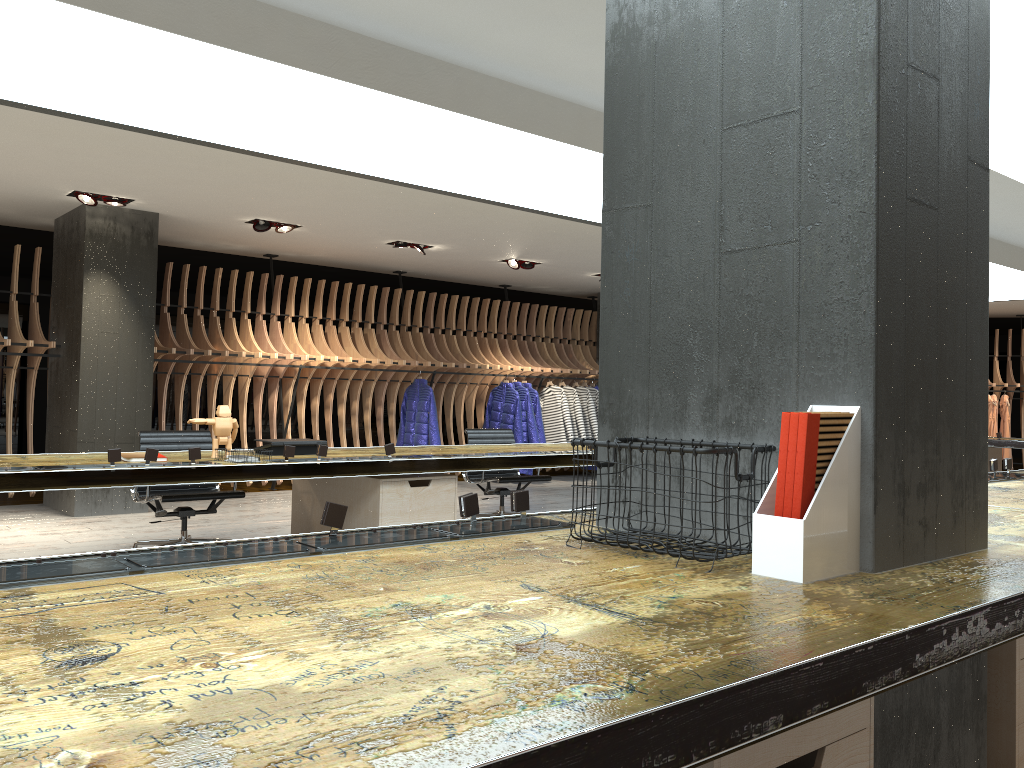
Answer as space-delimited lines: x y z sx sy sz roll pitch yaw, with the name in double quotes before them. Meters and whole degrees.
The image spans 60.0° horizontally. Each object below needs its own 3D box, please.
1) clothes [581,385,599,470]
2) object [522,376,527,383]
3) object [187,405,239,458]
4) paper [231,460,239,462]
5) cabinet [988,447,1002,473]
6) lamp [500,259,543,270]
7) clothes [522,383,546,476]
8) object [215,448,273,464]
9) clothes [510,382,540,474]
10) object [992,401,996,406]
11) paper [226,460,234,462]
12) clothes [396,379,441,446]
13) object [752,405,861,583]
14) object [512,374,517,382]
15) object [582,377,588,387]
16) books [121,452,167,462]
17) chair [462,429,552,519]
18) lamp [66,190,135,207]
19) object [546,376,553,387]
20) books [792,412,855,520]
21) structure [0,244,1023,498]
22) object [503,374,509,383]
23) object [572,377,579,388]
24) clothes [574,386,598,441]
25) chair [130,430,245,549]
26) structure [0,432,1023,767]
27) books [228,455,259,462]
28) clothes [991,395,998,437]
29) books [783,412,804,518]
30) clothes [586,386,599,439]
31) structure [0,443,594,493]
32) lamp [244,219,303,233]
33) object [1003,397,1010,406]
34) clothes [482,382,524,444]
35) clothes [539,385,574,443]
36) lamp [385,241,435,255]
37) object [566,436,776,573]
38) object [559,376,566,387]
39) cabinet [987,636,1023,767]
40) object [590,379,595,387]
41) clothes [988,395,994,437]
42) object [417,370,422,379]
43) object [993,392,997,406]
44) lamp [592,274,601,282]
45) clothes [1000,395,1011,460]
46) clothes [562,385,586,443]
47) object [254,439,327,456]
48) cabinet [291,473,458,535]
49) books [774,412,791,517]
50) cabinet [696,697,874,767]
"clothes" 1.192 0.637 12.876 0.245 1.239 0.885 3 -2 -43
"object" 0.168 0.008 12.015 0.012 0.270 0.525 3 -2 -40
"object" -1.686 0.270 5.040 0.097 0.301 0.320 0 -2 34
"paper" -1.455 0.415 4.808 0.130 0.004 0.176 2 -1 -33
"cabinet" 5.867 1.129 11.598 1.131 0.631 0.593 2 -2 -40
"lamp" 0.103 -1.518 10.744 0.492 0.286 0.269 2 -2 -40
"clothes" 0.119 0.599 12.005 0.245 1.239 0.885 3 -2 -43
"object" -1.453 0.392 4.806 0.302 0.074 0.216 0 -1 44
"clothes" 0.034 0.592 11.829 0.249 1.247 0.883 3 -2 -43
"object" 7.915 0.228 14.816 0.012 0.270 0.525 1 -1 -5
"paper" -1.467 0.418 4.815 0.130 0.003 0.176 2 -1 -42
"clothes" -1.187 0.551 10.899 0.245 1.239 0.885 3 -2 -43
"object" 0.678 0.240 2.036 0.239 0.383 0.129 3 -2 -40
"object" 0.042 0.012 11.887 0.012 0.291 0.523 3 -2 -40
"object" 1.055 0.059 12.730 0.012 0.313 0.518 3 -2 -40
"books" -2.013 0.396 4.814 0.213 0.026 0.366 2 -1 -30
"chair" -0.052 0.814 7.403 0.693 0.860 0.667 3 -2 -44
"lamp" -3.546 -1.645 7.655 0.492 0.296 0.269 2 -2 -40
"object" 0.539 0.040 12.293 0.012 0.313 0.518 3 -2 -40
"books" 0.707 0.247 2.013 0.215 0.368 0.048 3 -2 -40
"structure" -2.120 -0.186 1.453 36.539 2.441 14.881 2 -1 -40
"object" -0.087 0.013 11.821 0.012 0.292 0.523 3 -2 -40
"object" 0.919 0.054 12.615 0.012 0.313 0.518 3 -2 -40
"clothes" 0.984 0.557 12.531 0.128 1.062 0.752 3 -2 -42
"chair" -2.091 0.741 5.720 0.667 0.860 0.693 0 -2 41
"structure" 0.541 0.789 4.552 18.468 0.845 4.835 2 -1 -40
"books" -1.453 0.402 4.801 0.155 0.025 0.110 0 -1 45
"clothes" 8.016 0.750 14.762 0.125 1.156 0.447 1 -2 20
"books" 0.692 0.247 2.030 0.215 0.368 0.048 3 -2 -40
"clothes" 1.120 0.562 12.647 0.128 1.062 0.752 3 -2 -42
"structure" -0.482 0.791 6.092 10.447 0.845 1.162 2 -1 -40
"lamp" -2.330 -1.603 8.685 0.492 0.292 0.269 2 -2 -40
"object" 8.181 0.233 14.721 0.012 0.270 0.525 1 -1 15
"clothes" -0.176 0.596 11.858 0.242 1.261 0.880 3 -2 -43
"clothes" 0.604 0.543 12.210 0.128 1.062 0.752 3 -2 -42
"lamp" -1.114 -1.558 9.715 0.492 0.294 0.269 2 -2 -40
"object" 0.404 0.289 2.269 0.329 0.290 0.459 3 -2 -42
"object" 0.719 0.047 12.445 0.012 0.313 0.518 3 -2 -40
"cabinet" 1.231 0.888 3.045 0.593 0.631 1.131 3 -2 -40
"object" 1.170 0.045 12.904 0.012 0.270 0.525 3 -2 -40
"clothes" 7.903 0.748 14.794 0.125 1.156 0.447 1 -2 -5
"object" -1.138 -0.039 10.910 0.012 0.270 0.525 3 -2 -40
"object" 8.030 0.230 14.785 0.012 0.270 0.525 1 -1 20
"lamp" 1.319 -1.471 11.774 0.492 0.292 0.269 2 -2 -40
"clothes" 8.171 0.753 14.709 0.125 1.156 0.447 1 -2 15
"clothes" 0.784 0.550 12.362 0.128 1.062 0.752 3 -2 -42
"object" -1.374 0.390 5.496 0.372 0.088 0.262 2 -1 -40
"cabinet" -0.927 0.884 5.847 0.593 0.631 1.131 3 -2 -40
"books" 0.678 0.247 2.046 0.215 0.368 0.048 3 -2 -40
"cabinet" 0.199 0.850 2.172 0.593 0.631 1.131 3 -2 -40
